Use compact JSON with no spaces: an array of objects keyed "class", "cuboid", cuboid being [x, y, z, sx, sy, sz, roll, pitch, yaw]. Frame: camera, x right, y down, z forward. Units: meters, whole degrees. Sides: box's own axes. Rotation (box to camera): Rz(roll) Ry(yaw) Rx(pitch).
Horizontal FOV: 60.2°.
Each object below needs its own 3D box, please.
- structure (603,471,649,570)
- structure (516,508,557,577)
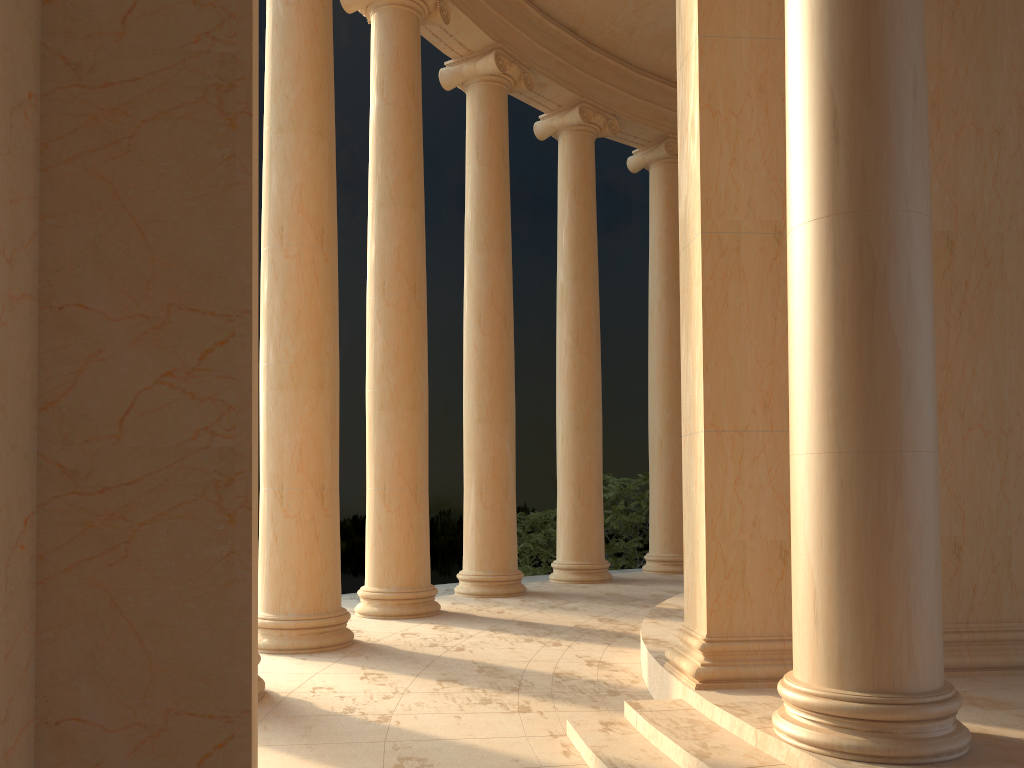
[{"class":"structure","cuboid":[216.253,304.803,1603.302,247.140,298.545,238.577,0,-4,-3]},{"class":"structure","cuboid":[28.747,308.518,1514.597,149.238,187.732,156.258,-1,-4,7]}]
